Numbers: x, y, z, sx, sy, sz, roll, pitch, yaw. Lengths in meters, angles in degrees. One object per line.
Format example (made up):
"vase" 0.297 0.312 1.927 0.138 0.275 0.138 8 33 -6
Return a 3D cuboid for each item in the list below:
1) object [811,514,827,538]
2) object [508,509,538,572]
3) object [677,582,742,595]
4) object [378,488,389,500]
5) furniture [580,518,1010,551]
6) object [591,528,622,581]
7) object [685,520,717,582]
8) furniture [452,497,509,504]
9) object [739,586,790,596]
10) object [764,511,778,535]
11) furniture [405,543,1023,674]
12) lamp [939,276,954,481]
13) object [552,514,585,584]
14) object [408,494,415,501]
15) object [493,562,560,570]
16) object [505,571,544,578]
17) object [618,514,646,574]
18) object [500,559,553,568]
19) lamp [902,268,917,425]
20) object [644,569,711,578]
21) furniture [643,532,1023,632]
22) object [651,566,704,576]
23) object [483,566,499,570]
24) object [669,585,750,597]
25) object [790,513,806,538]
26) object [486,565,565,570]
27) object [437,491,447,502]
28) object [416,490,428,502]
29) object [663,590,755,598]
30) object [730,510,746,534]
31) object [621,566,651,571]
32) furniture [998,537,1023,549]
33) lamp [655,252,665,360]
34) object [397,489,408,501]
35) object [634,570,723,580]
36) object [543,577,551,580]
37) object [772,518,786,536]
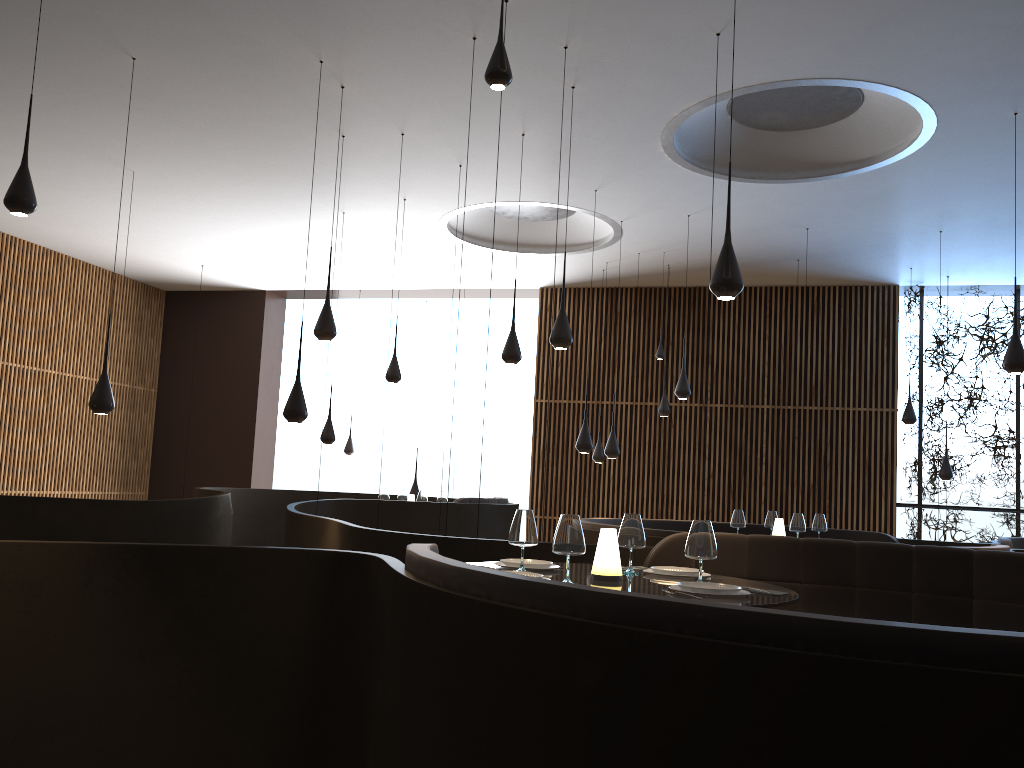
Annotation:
"object" 2.956 1.397 8.528 0.142 0.294 0.142 -1 -7 36
"object" 0.053 0.744 4.199 0.142 0.294 0.142 6 -6 -25
"object" 0.819 0.852 3.685 0.263 0.029 0.264 3 -7 -1
"object" -1.670 1.507 11.549 0.142 0.294 0.142 2 -6 12
"furniture" 2.473 1.957 8.448 3.791 1.115 3.889 4 -7 -10
"object" 0.437 0.778 4.056 0.142 0.231 0.145 4 -6 -11
"object" 0.837 0.753 3.928 0.142 0.294 0.142 6 -6 -29
"furniture" -0.532 2.019 11.706 0.931 1.058 2.538 2 -6 11
"object" 1.062 0.902 3.860 0.126 0.017 0.262 8 -9 -39
"object" 2.584 1.412 8.822 0.142 0.294 0.142 5 -6 -18
"furniture" 1.289 1.181 2.789 3.933 1.045 1.986 2 -6 12
"lamp" 6.259 -0.095 12.762 0.196 2.954 0.196 7 -7 -40
"object" 0.240 0.703 3.764 0.142 0.294 0.142 0 -6 32
"object" -1.320 1.562 11.602 0.142 0.231 0.145 -1 -7 36
"object" 0.073 0.908 4.418 0.332 0.014 0.333 1 -7 16
"object" 0.001 0.816 3.742 0.263 0.029 0.263 8 -8 -35
"object" 0.598 0.800 4.443 0.142 0.294 0.142 2 -6 14
"object" 0.073 0.898 4.418 0.263 0.029 0.264 1 -7 19
"lamp" 5.600 -0.533 12.464 0.196 2.219 0.196 7 -7 -40
"object" 0.824 0.948 4.425 0.332 0.014 0.332 9 -9 -40
"furniture" 1.970 1.445 5.078 2.531 1.058 0.933 1 -6 20
"object" 0.824 0.938 4.426 0.263 0.029 0.263 8 -8 -37
"object" -0.182 0.883 4.256 0.126 0.017 0.262 8 -8 -35
"object" 0.819 0.861 3.684 0.332 0.014 0.332 5 -7 -20
"object" 2.595 1.323 8.054 0.142 0.294 0.142 4 -6 -14
"object" 0.076 0.910 4.421 0.411 0.012 0.204 8 -9 -40
"object" -0.928 1.569 11.750 0.142 0.294 0.142 5 -6 -17
"object" -1.141 1.497 11.226 0.142 0.294 0.142 1 -6 18
"object" 0.816 0.862 3.680 0.411 0.012 0.204 9 -9 -43
"object" 2.139 1.339 8.393 0.142 0.294 0.142 5 -6 -24
"object" 0.638 0.973 4.663 0.262 0.017 0.126 9 -9 -41
"furniture" 7.372 2.290 9.338 3.792 1.045 3.892 4 -7 -8
"lamp" 2.088 -1.091 12.328 0.133 1.505 0.133 2 -5 10
"object" -1.480 1.567 11.981 0.142 0.294 0.142 4 -6 -12
"object" 0.827 0.949 4.422 0.411 0.012 0.205 -4 -9 44
"object" 0.001 0.825 3.741 0.332 0.014 0.332 3 -7 -3
"object" 2.549 1.399 8.466 0.144 0.231 0.142 0 -6 30
